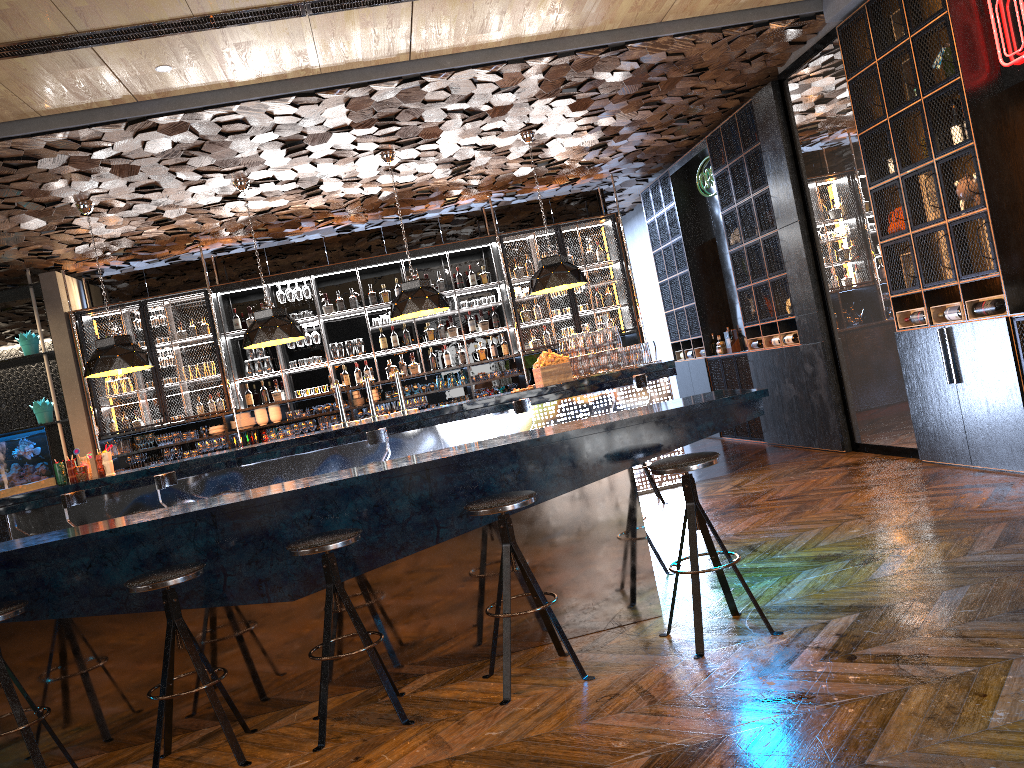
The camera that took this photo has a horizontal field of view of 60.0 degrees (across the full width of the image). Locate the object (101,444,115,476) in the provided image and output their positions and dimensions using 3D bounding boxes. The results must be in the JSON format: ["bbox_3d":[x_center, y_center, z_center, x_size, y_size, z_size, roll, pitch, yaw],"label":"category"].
[{"bbox_3d":[-3.607,0.678,7.891,0.080,0.277,0.091,-11,1,25],"label":"object"}]

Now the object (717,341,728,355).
[{"bbox_3d":[2.584,-0.442,10.887,0.106,0.164,0.106,-12,1,-18],"label":"object"}]

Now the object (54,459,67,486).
[{"bbox_3d":[-3.929,0.765,7.707,0.086,0.237,0.084,-11,0,11],"label":"object"}]

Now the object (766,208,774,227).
[{"bbox_3d":[2.699,-1.670,8.913,0.266,0.239,0.265,-12,1,-29],"label":"object"}]

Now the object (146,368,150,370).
[{"bbox_3d":[-4.386,-0.276,10.604,0.081,0.213,0.081,-12,0,-2],"label":"object"}]

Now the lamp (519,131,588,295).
[{"bbox_3d":[0.305,-1.709,8.785,0.582,1.564,0.607,-12,0,-8],"label":"lamp"}]

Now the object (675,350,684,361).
[{"bbox_3d":[2.404,-0.410,12.369,0.122,0.132,0.396,-12,0,-5],"label":"object"}]

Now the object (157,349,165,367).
[{"bbox_3d":[-4.209,-0.312,10.629,0.081,0.213,0.081,-12,0,-2],"label":"object"}]

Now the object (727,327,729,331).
[{"bbox_3d":[2.694,-0.549,10.955,0.086,0.313,0.086,-11,1,36],"label":"object"}]

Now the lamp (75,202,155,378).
[{"bbox_3d":[-3.736,-0.855,8.100,0.582,1.606,0.607,-12,0,-8],"label":"lamp"}]

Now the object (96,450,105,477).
[{"bbox_3d":[-3.703,0.708,7.993,0.080,0.254,0.091,-12,0,-6],"label":"object"}]

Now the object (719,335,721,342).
[{"bbox_3d":[2.641,-0.498,11.200,0.065,0.237,0.065,-11,1,41],"label":"object"}]

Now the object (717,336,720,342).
[{"bbox_3d":[2.604,-0.490,11.123,0.065,0.237,0.065,-12,1,-39],"label":"object"}]

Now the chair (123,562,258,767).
[{"bbox_3d":[-1.367,1.173,3.699,0.419,0.813,0.419,-12,0,-13],"label":"chair"}]

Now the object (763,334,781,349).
[{"bbox_3d":[2.788,-0.459,9.323,0.122,0.132,0.396,-12,0,-8],"label":"object"}]

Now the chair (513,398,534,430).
[{"bbox_3d":[0.034,0.705,7.487,0.476,1.108,0.419,-11,0,7],"label":"chair"}]

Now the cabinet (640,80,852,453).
[{"bbox_3d":[2.715,-1.094,10.443,0.691,3.514,4.416,-12,0,-8],"label":"cabinet"}]

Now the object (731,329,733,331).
[{"bbox_3d":[2.721,-0.530,10.870,0.080,0.279,0.080,-11,1,31],"label":"object"}]

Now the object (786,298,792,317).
[{"bbox_3d":[2.869,-0.845,8.905,0.164,0.303,0.341,-12,0,-3],"label":"object"}]

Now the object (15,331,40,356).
[{"bbox_3d":[-5.678,-0.470,10.433,0.265,0.325,0.245,-12,0,-14],"label":"object"}]

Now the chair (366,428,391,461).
[{"bbox_3d":[-1.141,0.946,7.277,0.476,1.108,0.419,-11,0,7],"label":"chair"}]

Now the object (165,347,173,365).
[{"bbox_3d":[-4.121,-0.330,10.641,0.081,0.213,0.081,-12,0,-2],"label":"object"}]

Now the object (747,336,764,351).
[{"bbox_3d":[2.733,-0.452,9.746,0.122,0.133,0.396,-12,0,-8],"label":"object"}]

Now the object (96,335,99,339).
[{"bbox_3d":[-4.955,-0.461,10.640,0.075,0.260,0.075,-11,1,41],"label":"object"}]

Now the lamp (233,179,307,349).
[{"bbox_3d":[-2.405,-1.155,8.410,0.582,1.564,0.607,-12,0,-8],"label":"lamp"}]

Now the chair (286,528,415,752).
[{"bbox_3d":[-0.723,1.041,3.786,0.419,0.813,0.419,-12,0,-13],"label":"chair"}]

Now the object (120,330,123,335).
[{"bbox_3d":[-4.669,-0.519,10.654,0.075,0.261,0.075,-11,1,41],"label":"object"}]

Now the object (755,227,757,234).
[{"bbox_3d":[2.670,-1.666,9.313,0.126,0.249,0.253,-12,1,-38],"label":"object"}]

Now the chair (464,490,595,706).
[{"bbox_3d":[0.026,0.887,3.876,0.419,0.813,0.419,-12,0,-13],"label":"chair"}]

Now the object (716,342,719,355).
[{"bbox_3d":[2.647,-0.456,11.026,0.228,0.164,0.117,-12,0,-6],"label":"object"}]

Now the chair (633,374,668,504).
[{"bbox_3d":[1.044,0.498,7.693,0.476,1.108,0.419,-11,0,2],"label":"chair"}]

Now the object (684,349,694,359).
[{"bbox_3d":[2.455,-0.415,11.943,0.123,0.132,0.396,-12,0,-8],"label":"object"}]

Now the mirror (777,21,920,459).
[{"bbox_3d":[2.899,-1.126,7.633,0.026,3.551,1.194,-12,0,-8],"label":"mirror"}]

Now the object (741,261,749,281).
[{"bbox_3d":[2.652,-1.285,9.778,0.167,0.356,0.255,-12,0,-3],"label":"object"}]

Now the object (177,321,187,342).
[{"bbox_3d":[-4.008,-0.639,10.743,0.108,0.244,0.108,-12,1,-19],"label":"object"}]

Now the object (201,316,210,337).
[{"bbox_3d":[-3.733,-0.697,10.780,0.073,0.246,0.072,-11,0,7],"label":"object"}]

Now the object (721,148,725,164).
[{"bbox_3d":[2.415,-2.504,9.741,0.126,0.249,0.253,-12,1,-38],"label":"object"}]

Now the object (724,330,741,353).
[{"bbox_3d":[2.654,-0.511,10.678,0.116,0.264,0.144,-12,0,-8],"label":"object"}]

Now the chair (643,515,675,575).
[{"bbox_3d":[0.628,0.753,5.315,0.419,0.813,0.419,-12,0,-13],"label":"chair"}]

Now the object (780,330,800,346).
[{"bbox_3d":[2.844,-0.468,8.895,0.123,0.132,0.396,-12,0,-7],"label":"object"}]

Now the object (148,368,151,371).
[{"bbox_3d":[-4.405,-0.273,10.747,0.081,0.213,0.081,-12,0,-2],"label":"object"}]

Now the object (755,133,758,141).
[{"bbox_3d":[2.532,-2.504,8.900,0.138,0.222,0.278,-12,0,-7],"label":"object"}]

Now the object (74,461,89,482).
[{"bbox_3d":[-3.747,0.751,7.729,0.110,0.191,0.131,-11,0,4],"label":"object"}]

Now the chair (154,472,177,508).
[{"bbox_3d":[-2.478,1.220,6.991,0.476,1.108,0.419,-12,0,-8],"label":"chair"}]

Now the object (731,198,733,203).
[{"bbox_3d":[2.483,-2.077,9.770,0.126,0.249,0.253,-12,0,-8],"label":"object"}]

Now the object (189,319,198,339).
[{"bbox_3d":[-3.874,-0.668,10.760,0.073,0.246,0.072,-12,1,-23],"label":"object"}]

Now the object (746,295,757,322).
[{"bbox_3d":[2.735,-0.851,9.786,0.175,0.351,0.369,-12,0,-3],"label":"object"}]

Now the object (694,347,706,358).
[{"bbox_3d":[2.505,-0.421,11.521,0.122,0.132,0.396,-12,0,-8],"label":"object"}]

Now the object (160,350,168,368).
[{"bbox_3d":[-4.228,-0.310,10.771,0.081,0.213,0.081,-12,0,-2],"label":"object"}]

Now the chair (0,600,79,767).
[{"bbox_3d":[-2.085,1.319,3.638,0.419,0.813,0.419,-12,0,-13],"label":"chair"}]

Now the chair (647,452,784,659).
[{"bbox_3d":[0.843,0.721,3.955,0.419,0.813,0.419,-12,0,-13],"label":"chair"}]

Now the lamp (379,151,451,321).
[{"bbox_3d":[-1.034,-1.434,8.480,0.582,1.564,0.607,-12,0,-8],"label":"lamp"}]

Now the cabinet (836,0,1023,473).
[{"bbox_3d":[3.459,-1.198,4.876,0.691,3.514,4.416,-12,0,-8],"label":"cabinet"}]

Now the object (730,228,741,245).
[{"bbox_3d":[2.578,-1.637,9.764,0.192,0.221,0.403,-12,1,-38],"label":"object"}]

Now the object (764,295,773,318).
[{"bbox_3d":[2.768,-0.816,9.358,0.131,0.280,0.208,-12,1,-26],"label":"object"}]

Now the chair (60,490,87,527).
[{"bbox_3d":[-3.217,1.370,7.010,0.476,1.108,0.419,-12,0,-8],"label":"chair"}]

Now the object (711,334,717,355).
[{"bbox_3d":[2.574,-0.503,11.275,0.080,0.279,0.080,-11,1,41],"label":"object"}]
